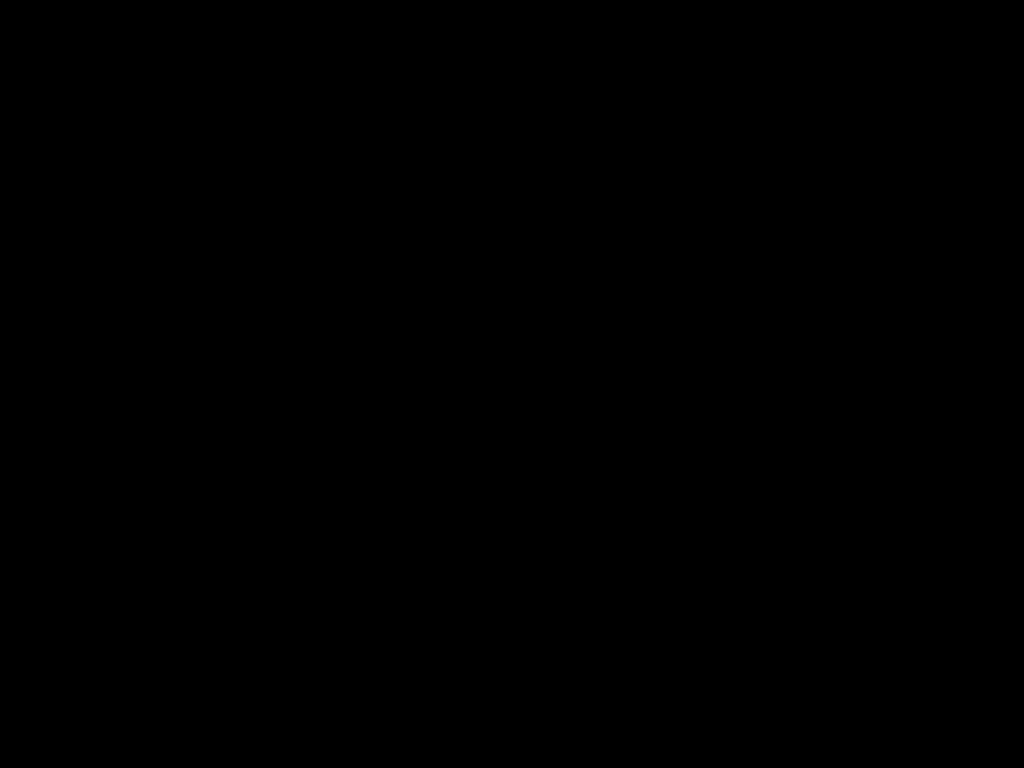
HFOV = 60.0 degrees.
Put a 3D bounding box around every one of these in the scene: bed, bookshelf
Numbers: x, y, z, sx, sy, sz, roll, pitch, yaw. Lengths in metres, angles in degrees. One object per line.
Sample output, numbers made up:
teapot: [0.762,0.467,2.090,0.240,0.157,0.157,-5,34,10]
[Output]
bed: [0.744,-0.350,0.065,3.009,0.994,2.087,-4,2,16]
bookshelf: [-0.981,0.119,0.572,0.643,0.303,1.495,-4,2,16]

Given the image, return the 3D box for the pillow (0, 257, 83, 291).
pillow: [-0.677,-0.178,0.802,0.470,0.241,0.498,-5,2,-19]
